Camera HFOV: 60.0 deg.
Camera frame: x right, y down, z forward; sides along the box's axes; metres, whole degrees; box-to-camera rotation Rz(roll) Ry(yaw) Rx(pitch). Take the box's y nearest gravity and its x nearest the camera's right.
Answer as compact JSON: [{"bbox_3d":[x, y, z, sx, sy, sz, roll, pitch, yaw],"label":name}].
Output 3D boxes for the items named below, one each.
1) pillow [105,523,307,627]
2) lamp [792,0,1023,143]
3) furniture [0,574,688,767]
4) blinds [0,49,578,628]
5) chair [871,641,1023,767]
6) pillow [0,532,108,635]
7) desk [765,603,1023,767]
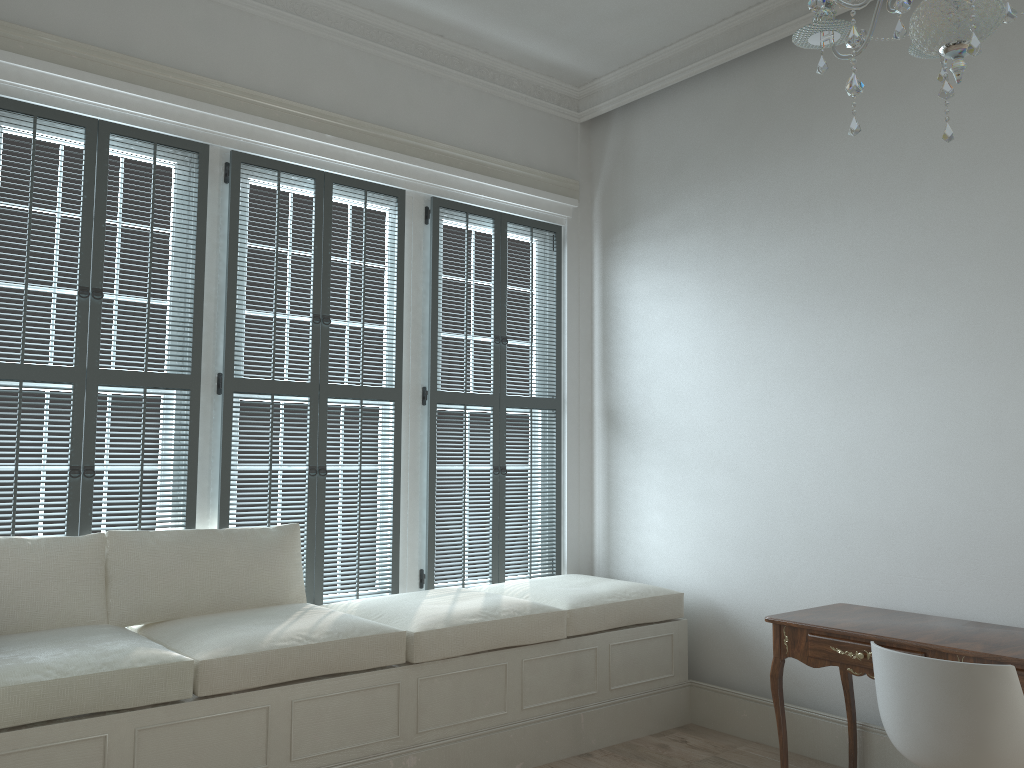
[{"bbox_3d":[-1.195,0.745,3.507,0.787,0.360,0.193,4,-6,-39],"label":"pillow"},{"bbox_3d":[0.804,-1.763,1.687,0.577,2.542,0.648,-2,-5,21],"label":"lamp"},{"bbox_3d":[-0.618,1.121,3.555,3.150,0.459,0.837,4,-6,-39],"label":"furniture"},{"bbox_3d":[-0.867,-0.011,3.995,3.076,2.238,0.141,4,-6,-39],"label":"blinds"},{"bbox_3d":[1.315,1.119,2.561,0.514,0.715,0.478,4,-6,-40],"label":"chair"},{"bbox_3d":[-1.764,0.706,3.049,0.695,0.360,0.187,4,-6,-39],"label":"pillow"},{"bbox_3d":[1.597,1.174,2.907,0.555,0.668,1.443,4,-6,-39],"label":"desk"}]
